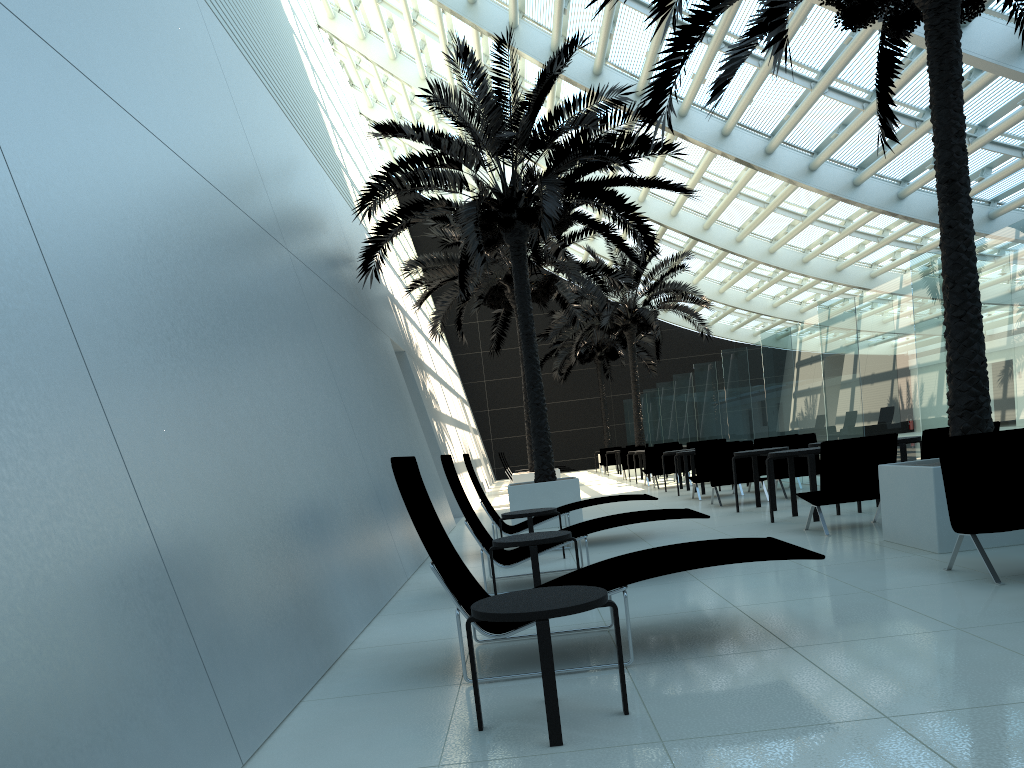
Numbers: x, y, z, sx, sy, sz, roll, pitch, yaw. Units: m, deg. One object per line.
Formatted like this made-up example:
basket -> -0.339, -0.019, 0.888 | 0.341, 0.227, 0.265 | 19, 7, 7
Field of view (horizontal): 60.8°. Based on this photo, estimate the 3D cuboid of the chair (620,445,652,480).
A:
chair -> 3.395, 2.149, 23.825 | 0.716, 0.893, 0.882 | -7, 1, 1

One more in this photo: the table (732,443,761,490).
table -> 4.256, 1.448, 15.444 | 0.685, 0.786, 0.670 | -5, 2, 43

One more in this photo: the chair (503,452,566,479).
chair -> 0.768, 2.741, 29.274 | 2.037, 1.166, 0.916 | -7, 2, 1

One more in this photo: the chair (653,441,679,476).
chair -> 4.322, 2.039, 23.803 | 0.716, 0.893, 0.882 | -7, 1, 1

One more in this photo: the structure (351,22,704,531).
structure -> 0.228, -1.359, 12.329 | 4.605, 6.880, 4.280 | -8, 3, -21

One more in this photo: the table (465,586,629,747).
table -> 0.138, 1.126, 3.551 | 0.558, 0.520, 0.546 | -6, 1, 43

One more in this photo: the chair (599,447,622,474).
chair -> 3.492, 2.718, 31.225 | 0.716, 0.893, 0.882 | -7, 1, 1

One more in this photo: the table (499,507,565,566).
table -> 0.196, 1.523, 8.703 | 0.558, 0.520, 0.546 | -6, 1, 43

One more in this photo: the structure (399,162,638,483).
structure -> 0.088, -0.902, 18.341 | 4.319, 6.941, 4.563 | -4, 4, 34

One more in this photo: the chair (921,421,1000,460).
chair -> 4.165, 0.854, 8.458 | 0.716, 0.893, 0.882 | -7, 1, 1

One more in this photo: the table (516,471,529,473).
table -> 0.383, 2.818, 25.496 | 0.558, 0.520, 0.546 | -6, 1, 43

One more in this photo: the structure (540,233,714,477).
structure -> 3.500, -0.786, 25.691 | 4.813, 7.068, 4.418 | -7, 3, -6

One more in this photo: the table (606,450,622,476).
table -> 3.444, 2.545, 28.227 | 0.685, 0.786, 0.670 | -5, 2, 39

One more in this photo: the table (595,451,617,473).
table -> 3.482, 2.869, 32.410 | 0.671, 0.786, 0.684 | -8, 2, -42

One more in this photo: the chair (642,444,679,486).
chair -> 3.366, 1.847, 19.933 | 0.716, 0.893, 0.882 | -7, 1, 1

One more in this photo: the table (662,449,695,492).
table -> 3.318, 1.674, 16.935 | 0.685, 0.786, 0.670 | -5, 2, 39

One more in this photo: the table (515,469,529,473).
table -> 0.413, 3.022, 28.152 | 0.558, 0.520, 0.546 | -6, 1, 43

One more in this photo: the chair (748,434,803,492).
chair -> 4.230, 1.302, 14.260 | 0.716, 0.893, 0.882 | -7, 1, 1

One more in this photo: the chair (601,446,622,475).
chair -> 3.459, 2.588, 29.525 | 0.716, 0.893, 0.882 | -7, 1, 1

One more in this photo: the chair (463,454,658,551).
chair -> 0.552, 1.241, 9.825 | 2.037, 1.166, 0.916 | -7, 2, 1

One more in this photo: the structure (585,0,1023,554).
structure -> 3.292, -2.265, 6.518 | 4.850, 7.068, 4.384 | -6, 3, 19

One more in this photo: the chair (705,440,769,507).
chair -> 3.270, 1.281, 12.570 | 0.716, 0.893, 0.882 | -7, 1, 1

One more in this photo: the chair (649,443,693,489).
chair -> 3.333, 1.718, 18.234 | 0.716, 0.893, 0.882 | -7, 1, 1

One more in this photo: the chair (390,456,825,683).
chair -> 0.494, 0.844, 4.673 | 2.037, 1.166, 0.916 | -7, 2, 1

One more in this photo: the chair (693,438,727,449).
chair -> 4.259, 1.608, 18.212 | 0.716, 0.893, 0.882 | -7, 1, 1

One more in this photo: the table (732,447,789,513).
table -> 3.255, 1.239, 11.284 | 0.685, 0.786, 0.670 | -5, 2, 39

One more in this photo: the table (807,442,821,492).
table -> 4.218, 1.125, 11.261 | 0.685, 0.786, 0.670 | -5, 2, 39

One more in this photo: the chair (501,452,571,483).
chair -> 0.739, 2.536, 26.617 | 2.037, 1.166, 0.916 | -7, 2, 1

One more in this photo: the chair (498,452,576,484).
chair -> 0.710, 2.337, 24.041 | 2.037, 1.166, 0.916 | -7, 2, 1

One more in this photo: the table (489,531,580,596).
table -> 0.167, 1.324, 6.127 | 0.558, 0.520, 0.546 | -6, 1, 43

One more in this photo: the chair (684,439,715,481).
chair -> 4.293, 1.737, 19.911 | 0.716, 0.893, 0.882 | -7, 1, 1

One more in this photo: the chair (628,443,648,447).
chair -> 4.385, 2.479, 29.503 | 0.716, 0.893, 0.882 | -7, 1, 1

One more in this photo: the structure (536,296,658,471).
structure -> 3.617, -0.161, 33.847 | 4.421, 7.066, 4.813 | -8, 3, -21

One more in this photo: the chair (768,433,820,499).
chair -> 4.196, 1.171, 12.548 | 0.716, 0.893, 0.882 | -7, 1, 1

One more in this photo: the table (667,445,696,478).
table -> 4.344, 1.993, 22.528 | 0.685, 0.786, 0.670 | -5, 2, 39

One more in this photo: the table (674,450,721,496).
table -> 3.293, 1.562, 15.467 | 0.685, 0.786, 0.670 | -5, 2, 43

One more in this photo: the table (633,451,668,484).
table -> 3.356, 1.998, 21.118 | 0.685, 0.786, 0.670 | -5, 2, 43

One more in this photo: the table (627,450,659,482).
table -> 3.381, 2.107, 22.551 | 0.685, 0.786, 0.670 | -5, 2, 39

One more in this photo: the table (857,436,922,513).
table -> 4.191, 1.001, 9.642 | 0.685, 0.786, 0.670 | -5, 2, 43

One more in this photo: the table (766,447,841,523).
table -> 3.228, 1.115, 9.664 | 0.685, 0.786, 0.670 | -5, 2, 43

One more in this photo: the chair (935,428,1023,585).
chair -> 3.189, 0.724, 5.350 | 0.716, 0.893, 0.882 | -7, 1, 1

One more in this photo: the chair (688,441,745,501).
chair -> 3.303, 1.411, 14.282 | 0.716, 0.893, 0.882 | -7, 1, 1

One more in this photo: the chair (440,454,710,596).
chair -> 0.523, 1.043, 7.249 | 2.037, 1.166, 0.916 | -7, 2, 1

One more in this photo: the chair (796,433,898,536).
chair -> 3.239, 0.964, 8.480 | 0.716, 0.893, 0.882 | -7, 1, 1

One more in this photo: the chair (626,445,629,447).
chair -> 4.419, 2.608, 31.203 | 0.716, 0.893, 0.882 | -7, 1, 1

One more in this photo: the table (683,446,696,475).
table -> 4.319, 1.884, 21.095 | 0.685, 0.786, 0.670 | -5, 2, 43
